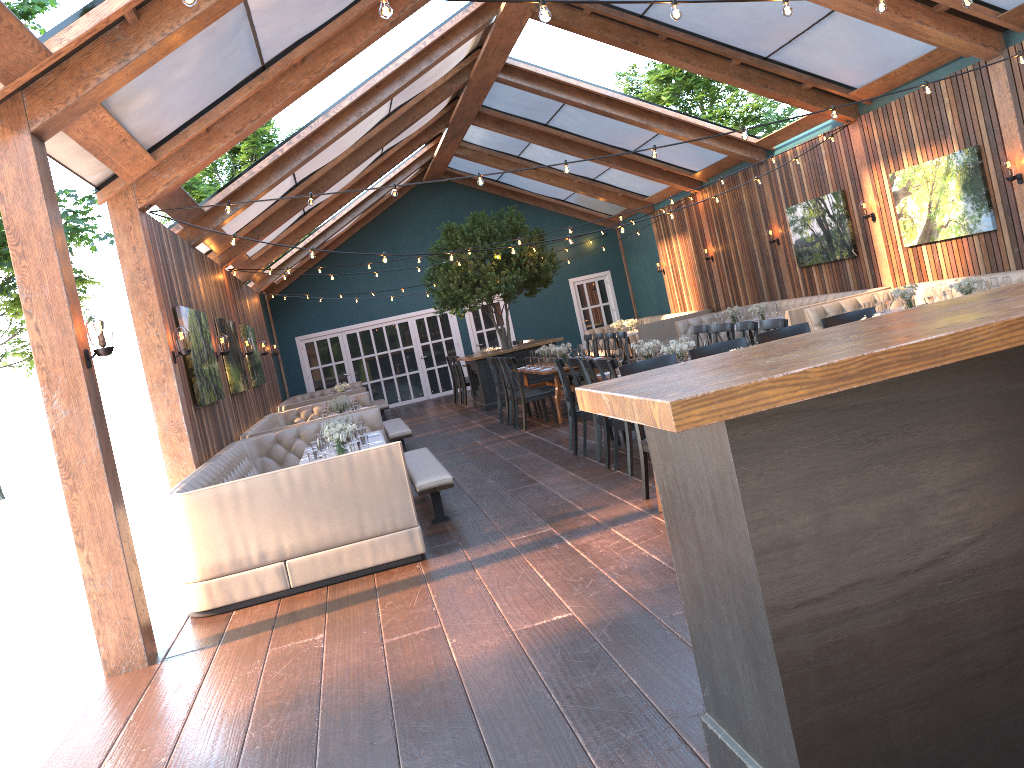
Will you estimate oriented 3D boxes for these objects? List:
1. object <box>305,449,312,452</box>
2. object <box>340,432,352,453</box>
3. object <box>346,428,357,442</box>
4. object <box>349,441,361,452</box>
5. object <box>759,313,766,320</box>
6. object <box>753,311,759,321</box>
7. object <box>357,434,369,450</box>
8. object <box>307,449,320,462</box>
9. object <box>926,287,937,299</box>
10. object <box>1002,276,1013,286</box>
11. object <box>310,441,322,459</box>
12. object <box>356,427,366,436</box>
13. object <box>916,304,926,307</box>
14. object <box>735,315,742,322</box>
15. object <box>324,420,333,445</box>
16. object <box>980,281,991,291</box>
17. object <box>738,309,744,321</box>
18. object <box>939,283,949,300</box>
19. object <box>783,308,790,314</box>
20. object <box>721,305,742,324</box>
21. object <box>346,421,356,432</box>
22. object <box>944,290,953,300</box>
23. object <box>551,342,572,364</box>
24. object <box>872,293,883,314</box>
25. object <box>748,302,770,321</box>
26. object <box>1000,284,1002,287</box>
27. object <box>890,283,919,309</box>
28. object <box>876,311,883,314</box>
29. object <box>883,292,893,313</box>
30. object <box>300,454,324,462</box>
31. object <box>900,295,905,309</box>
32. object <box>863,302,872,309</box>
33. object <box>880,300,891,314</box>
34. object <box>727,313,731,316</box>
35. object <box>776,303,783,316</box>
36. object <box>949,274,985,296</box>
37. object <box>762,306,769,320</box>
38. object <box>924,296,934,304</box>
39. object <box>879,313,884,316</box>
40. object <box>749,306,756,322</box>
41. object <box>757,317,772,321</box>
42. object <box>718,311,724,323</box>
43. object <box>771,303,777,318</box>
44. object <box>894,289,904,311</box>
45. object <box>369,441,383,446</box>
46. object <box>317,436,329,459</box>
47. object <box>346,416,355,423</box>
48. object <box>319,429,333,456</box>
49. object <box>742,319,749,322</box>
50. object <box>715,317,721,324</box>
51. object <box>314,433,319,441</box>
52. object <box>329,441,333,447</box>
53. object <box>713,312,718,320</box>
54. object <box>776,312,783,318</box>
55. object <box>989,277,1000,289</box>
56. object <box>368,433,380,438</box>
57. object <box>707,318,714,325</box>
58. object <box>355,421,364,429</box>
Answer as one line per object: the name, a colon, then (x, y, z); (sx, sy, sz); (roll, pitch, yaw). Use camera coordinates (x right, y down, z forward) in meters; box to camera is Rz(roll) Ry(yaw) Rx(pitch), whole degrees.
object: (-1.963, 0.645, 8.919); (0.255, 0.019, 0.157); (-13, 4, -10)
object: (-1.358, 0.519, 7.282); (0.092, 0.244, 0.093); (-12, 1, 32)
object: (-1.352, 0.500, 7.517); (0.092, 0.244, 0.093); (-12, 1, 32)
object: (-1.270, 0.549, 7.208); (0.092, 0.158, 0.091); (-13, 1, -24)
object: (3.660, -0.950, 12.879); (0.092, 0.158, 0.091); (-13, 1, -24)
object: (3.863, -1.077, 13.985); (0.092, 0.158, 0.091); (-13, 1, -24)
object: (-1.271, 0.521, 7.598); (0.092, 0.158, 0.091); (-13, 1, -24)
object: (-1.614, 0.623, 7.229); (0.092, 0.158, 0.091); (-13, 1, -24)
object: (4.418, -0.893, 9.298); (0.092, 0.244, 0.093); (-12, 1, 32)
object: (4.762, -0.908, 8.489); (0.092, 0.244, 0.093); (-12, 1, 32)
object: (-1.765, 0.598, 8.010); (0.092, 0.158, 0.091); (-13, 1, -24)
object: (-1.410, 0.496, 8.335); (0.092, 0.158, 0.091); (-13, 1, -24)
object: (4.652, -0.895, 10.182); (0.255, 0.019, 0.157); (-13, 4, -10)
object: (3.508, -0.975, 13.660); (0.092, 0.158, 0.091); (-13, 1, -24)
object: (-1.871, 0.497, 9.091); (0.091, 0.244, 0.093); (-12, 1, 37)
object: (4.569, -0.867, 8.516); (0.092, 0.244, 0.093); (-12, 1, 32)
object: (3.571, -1.039, 13.741); (0.091, 0.244, 0.093); (-12, 1, 37)
object: (4.628, -0.951, 9.461); (0.092, 0.244, 0.093); (-12, 1, 32)
object: (4.004, -1.024, 12.858); (0.091, 0.158, 0.092); (-12, 1, 26)
object: (3.578, -1.117, 14.328); (0.336, 0.309, 0.330); (-12, 2, 2)
object: (-1.492, 0.476, 8.254); (0.092, 0.244, 0.093); (-12, 1, 32)
object: (4.710, -0.931, 9.542); (0.092, 0.158, 0.091); (-13, 1, -24)
object: (0.721, -0.432, 12.716); (0.327, 0.309, 0.338); (-11, 3, 27)
object: (4.249, -0.930, 10.298); (0.091, 0.244, 0.093); (-12, 1, 37)
object: (3.757, -1.086, 13.386); (0.335, 0.309, 0.330); (-12, 2, 6)
object: (4.849, -0.906, 8.805); (0.092, 0.158, 0.091); (-13, 1, -24)
object: (4.411, -0.968, 9.880); (0.328, 0.309, 0.338); (-12, 2, 12)
object: (4.337, -0.846, 10.451); (0.158, 0.019, 0.255); (-13, 4, -10)
object: (4.281, -0.919, 10.058); (0.091, 0.244, 0.093); (-12, 1, 37)
object: (-1.827, 0.672, 8.158); (0.255, 0.019, 0.157); (-13, 4, -10)
object: (4.561, -0.957, 10.328); (0.092, 0.158, 0.091); (-13, 1, -24)
object: (4.179, -0.877, 10.372); (0.092, 0.158, 0.091); (-13, 1, -24)
object: (4.218, -0.856, 9.978); (0.092, 0.158, 0.091); (-13, 1, -24)
object: (3.633, -1.123, 14.691); (0.091, 0.244, 0.093); (-12, 1, 37)
object: (3.916, -1.054, 12.932); (0.091, 0.244, 0.093); (-12, 1, 37)
object: (4.608, -0.941, 8.949); (0.331, 0.309, 0.334); (-14, 3, -36)
object: (3.722, -1.014, 12.959); (0.092, 0.244, 0.092); (-12, 1, -8)
object: (4.355, -0.829, 9.217); (0.092, 0.158, 0.091); (-13, 1, -24)
object: (4.157, -0.782, 10.125); (0.255, 0.019, 0.157); (-13, 4, -10)
object: (3.782, -1.097, 13.904); (0.091, 0.244, 0.093); (-12, 1, 37)
object: (3.955, -1.015, 13.839); (0.255, 0.019, 0.157); (-13, 4, -10)
object: (3.435, -1.066, 14.501); (0.091, 0.244, 0.093); (-12, 1, 37)
object: (3.921, -1.073, 13.167); (0.091, 0.244, 0.093); (-12, 1, 37)
object: (4.479, -0.977, 10.248); (0.091, 0.244, 0.093); (-12, 1, 37)
object: (-1.319, 0.558, 8.189); (0.255, 0.019, 0.157); (-13, 4, -10)
object: (-1.551, 0.559, 7.309); (0.092, 0.244, 0.093); (-12, 1, 32)
object: (-1.641, 0.450, 9.041); (0.091, 0.244, 0.093); (-12, 1, 37)
object: (-1.702, 0.534, 8.091); (0.092, 0.244, 0.093); (-12, 1, 32)
object: (3.805, -1.041, 14.625); (0.255, 0.019, 0.157); (-13, 4, -10)
object: (3.372, -1.002, 14.421); (0.092, 0.158, 0.091); (-13, 1, -24)
object: (-1.902, 0.571, 8.771); (0.092, 0.158, 0.091); (-13, 1, -24)
object: (-1.839, 0.507, 8.851); (0.091, 0.244, 0.093); (-12, 1, 37)
object: (3.402, -1.076, 14.741); (0.091, 0.244, 0.093); (-12, 1, 37)
object: (4.003, -1.052, 13.248); (0.092, 0.158, 0.091); (-13, 1, -24)
object: (4.768, -0.926, 8.724); (0.092, 0.244, 0.093); (-12, 1, 32)
object: (-1.468, 0.532, 8.975); (0.255, 0.019, 0.157); (-13, 4, -10)
object: (3.332, -1.023, 14.815); (0.092, 0.158, 0.091); (-13, 1, -24)
object: (-1.559, 0.470, 9.122); (0.092, 0.158, 0.091); (-13, 1, -24)
